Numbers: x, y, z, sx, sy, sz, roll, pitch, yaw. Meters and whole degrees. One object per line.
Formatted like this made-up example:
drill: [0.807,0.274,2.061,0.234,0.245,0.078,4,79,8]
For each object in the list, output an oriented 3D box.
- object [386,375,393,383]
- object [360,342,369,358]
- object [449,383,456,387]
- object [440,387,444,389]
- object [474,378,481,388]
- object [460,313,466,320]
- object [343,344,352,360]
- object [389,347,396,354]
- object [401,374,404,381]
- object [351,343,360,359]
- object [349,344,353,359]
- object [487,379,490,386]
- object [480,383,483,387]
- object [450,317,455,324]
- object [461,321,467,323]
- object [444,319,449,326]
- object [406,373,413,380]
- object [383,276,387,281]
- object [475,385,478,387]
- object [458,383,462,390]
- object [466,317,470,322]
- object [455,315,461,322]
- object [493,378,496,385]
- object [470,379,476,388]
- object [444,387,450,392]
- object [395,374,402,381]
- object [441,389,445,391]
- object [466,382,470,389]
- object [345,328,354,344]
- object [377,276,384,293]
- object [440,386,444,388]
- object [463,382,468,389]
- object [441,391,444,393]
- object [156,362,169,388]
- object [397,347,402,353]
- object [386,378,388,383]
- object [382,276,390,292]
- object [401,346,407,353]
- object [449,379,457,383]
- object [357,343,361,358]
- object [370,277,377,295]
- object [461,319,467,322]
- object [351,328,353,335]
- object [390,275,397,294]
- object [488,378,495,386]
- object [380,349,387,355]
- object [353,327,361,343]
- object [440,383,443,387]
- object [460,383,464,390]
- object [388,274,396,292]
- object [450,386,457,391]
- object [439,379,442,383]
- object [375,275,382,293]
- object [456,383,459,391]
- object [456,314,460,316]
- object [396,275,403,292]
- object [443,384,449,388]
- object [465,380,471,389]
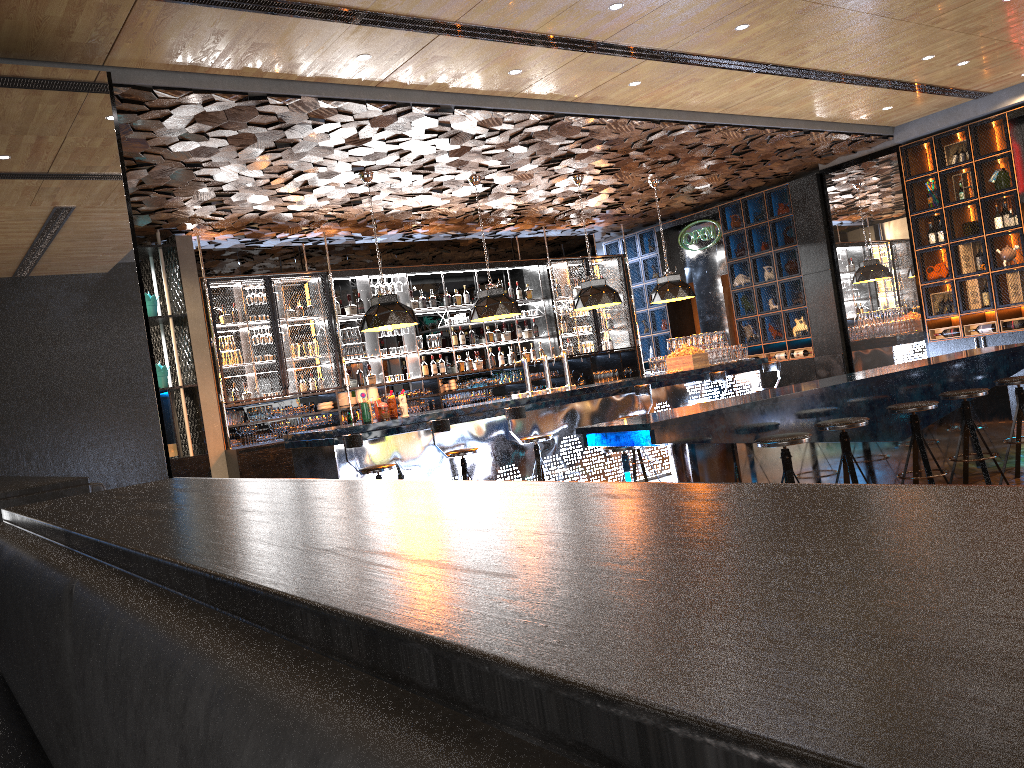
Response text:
object: [-1.621,-0.063,11.786,0.089,0.092,0.089,-9,0,27]
object: [-1.945,-0.443,11.648,0.105,0.209,0.105,-9,0,10]
object: [-0.820,0.020,12.243,0.094,0.069,0.106,-9,0,6]
object: [-0.997,0.063,12.129,0.149,0.025,0.149,-9,0,17]
object: [-0.473,-0.016,12.432,0.100,0.125,0.100,-9,0,4]
object: [-0.695,-0.954,12.561,0.089,0.092,0.089,-9,0,-40]
object: [-2.140,-0.413,11.523,0.105,0.209,0.105,-9,0,10]
object: [-1.597,-0.438,11.868,0.089,0.092,0.089,-9,0,33]
object: [-1.501,-0.082,11.975,0.089,0.092,0.089,-9,0,-25]
object: [-2.045,-0.428,11.592,0.105,0.209,0.105,-9,0,10]
object: [-2.113,-0.418,11.676,0.105,0.209,0.105,-9,0,10]
object: [-0.346,-0.022,12.618,0.098,0.097,0.098,-9,0,3]
object: [-0.449,-0.021,12.594,0.108,0.126,0.108,-9,0,-40]
object: [-0.844,-0.882,12.410,0.089,0.092,0.089,-9,0,-10]
object: [-0.688,-0.906,12.561,0.089,0.092,0.089,-8,0,44]
object: [-0.919,-0.871,12.557,0.089,0.092,0.089,-9,0,27]
object: [-1.380,-0.101,11.984,0.089,0.092,0.089,-9,0,-25]
object: [-1.702,-1.341,12.026,0.092,0.244,0.092,-9,0,15]
object: [-0.521,-0.010,12.693,0.108,0.126,0.108,-9,0,26]
object: [-0.726,0.036,12.408,0.058,0.099,0.067,-9,0,-32]
object: [-0.653,-0.912,12.720,0.089,0.092,0.089,-8,0,44]
object: [-0.762,-0.915,12.463,0.089,0.092,0.089,-9,0,7]
object: [-0.266,-0.034,12.675,0.098,0.097,0.098,-9,0,-10]
object: [-0.542,-0.006,12.533,0.100,0.125,0.100,-9,0,12]
object: [-0.907,0.079,12.285,0.094,0.067,0.106,-9,0,17]
object: [-1.517,-0.079,11.844,0.089,0.092,0.089,-9,0,18]
object: [-0.992,0.095,12.130,0.149,0.023,0.149,-8,0,39]
object: [-0.622,0.020,12.329,0.067,0.099,0.058,-9,0,0]
object: [-2.125,-0.627,11.554,0.105,0.209,0.105,-9,0,10]
object: [-1.782,-1.329,11.969,0.092,0.244,0.092,-9,0,15]
object: [-1.000,0.052,12.128,0.149,0.026,0.148,-9,0,-29]
object: [-0.648,0.025,12.262,0.058,0.099,0.067,-9,0,10]
object: [-0.989,0.116,12.130,0.149,0.022,0.149,-9,0,24]
object: [-4.026,-0.092,10.084,0.265,0.325,0.245,-9,0,-42]
object: [-1.512,-0.451,12.075,0.089,0.092,0.089,-8,0,39]
object: [-1.655,-0.059,11.969,0.089,0.092,0.089,-9,0,27]
object: [-1.688,-1.343,11.834,0.092,0.244,0.092,-9,0,15]
object: [-1.446,-0.461,11.900,0.089,0.092,0.089,-8,0,39]
object: [-0.823,-0.025,12.233,0.094,0.068,0.106,-9,0,-35]
object: [-2.019,-0.432,11.731,0.105,0.209,0.105,-9,0,10]
object: [-1.871,-1.315,11.905,0.092,0.244,0.092,-9,0,15]
object: [-0.691,-0.928,12.561,0.089,0.092,0.089,-8,0,44]
object: [-2.092,-0.632,11.701,0.105,0.209,0.105,-9,0,10]
object: [-1.618,-1.354,12.086,0.092,0.244,0.092,-9,0,15]
object: [-0.289,-0.030,12.534,0.098,0.097,0.098,-8,0,34]
object: [-1.715,-0.420,11.837,0.089,0.092,0.089,-9,0,33]
object: [-2.036,-0.640,11.629,0.105,0.209,0.105,-9,0,10]
object: [-1.000,0.020,12.129,0.107,0.070,0.094,-9,0,-5]
object: [-0.689,0.031,12.317,0.058,0.099,0.067,-9,0,24]
object: [-1.608,-1.355,11.891,0.092,0.244,0.092,-9,0,15]
object: [-0.809,0.064,12.242,0.094,0.067,0.106,-8,0,43]
object: [-1.015,-0.023,12.123,0.094,0.069,0.106,-9,0,-29]
object: [-1.777,-1.329,11.771,0.092,0.244,0.092,-9,0,15]
object: [-0.767,0.042,12.463,0.058,0.099,0.067,-9,0,15]
object: [-0.760,-0.945,12.691,0.089,0.092,0.089,-9,0,-10]
object: [-1.524,-1.368,11.951,0.092,0.244,0.092,-9,0,15]
object: [-0.907,0.033,12.287,0.105,0.069,0.094,-9,0,32]
object: [-0.611,0.004,12.628,0.100,0.125,0.100,-9,0,-22]
